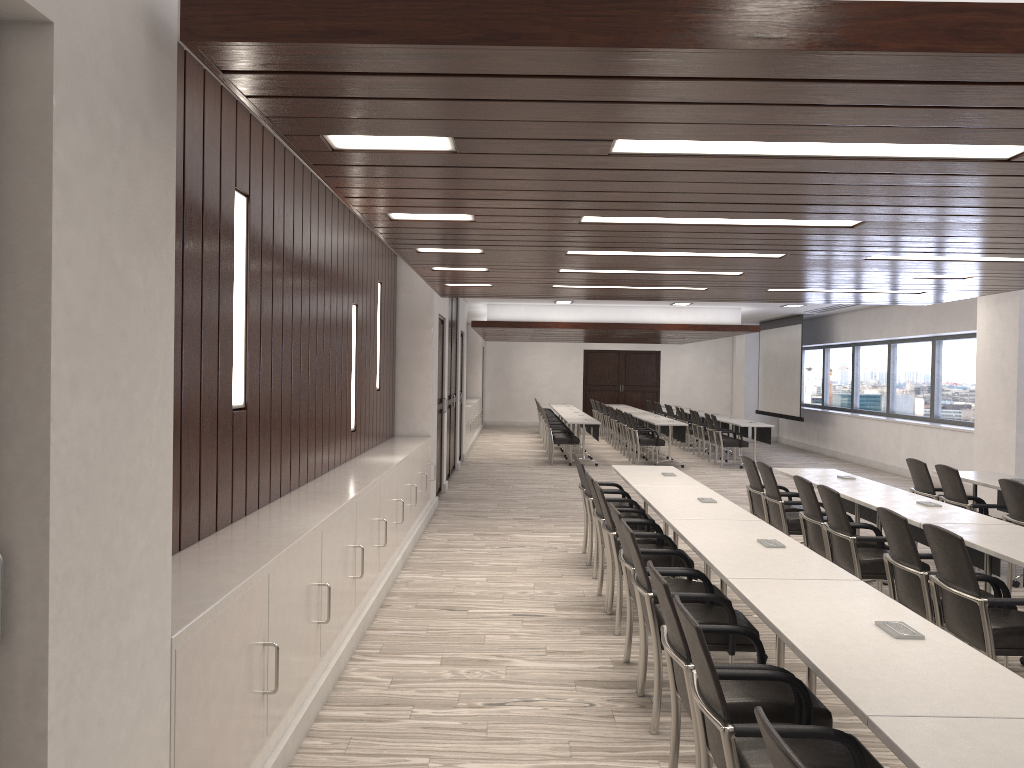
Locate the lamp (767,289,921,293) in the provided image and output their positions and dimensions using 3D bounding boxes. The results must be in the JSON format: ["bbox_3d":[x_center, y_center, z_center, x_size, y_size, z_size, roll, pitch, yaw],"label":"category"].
[{"bbox_3d":[3.190,-0.915,8.482,1.496,0.045,0.236,1,1,0],"label":"lamp"}]

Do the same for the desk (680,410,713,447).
[{"bbox_3d":[4.292,1.026,20.734,0.577,0.795,1.509,1,1,0],"label":"desk"}]

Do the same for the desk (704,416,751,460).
[{"bbox_3d":[4.278,1.070,17.698,0.577,0.795,1.509,1,1,0],"label":"desk"}]

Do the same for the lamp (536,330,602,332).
[{"bbox_3d":[1.169,-1.080,17.626,1.496,0.045,0.236,1,1,0],"label":"lamp"}]

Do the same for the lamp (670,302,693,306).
[{"bbox_3d":[3.080,-1.504,16.101,0.324,0.120,0.519,1,1,0],"label":"lamp"}]

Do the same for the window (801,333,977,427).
[{"bbox_3d":[7.027,-0.101,16.410,0.118,1.419,10.452,1,1,0],"label":"window"}]

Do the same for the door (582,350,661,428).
[{"bbox_3d":[3.304,0.140,26.796,2.329,2.323,0.200,1,1,0],"label":"door"}]

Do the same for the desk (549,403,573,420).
[{"bbox_3d":[1.289,0.932,23.795,0.577,0.795,1.509,1,1,0],"label":"desk"}]

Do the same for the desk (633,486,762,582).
[{"bbox_3d":[1.211,1.187,6.088,0.577,0.795,1.509,1,1,0],"label":"desk"}]

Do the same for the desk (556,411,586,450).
[{"bbox_3d":[1.269,0.998,19.224,0.577,0.795,1.509,1,1,0],"label":"desk"}]

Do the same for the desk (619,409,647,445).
[{"bbox_3d":[2.795,1.001,20.740,0.577,0.795,1.509,1,1,0],"label":"desk"}]

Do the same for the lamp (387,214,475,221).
[{"bbox_3d":[-0.433,-0.920,4.757,0.464,0.045,0.236,1,1,0],"label":"lamp"}]

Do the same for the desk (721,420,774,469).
[{"bbox_3d":[4.272,1.092,16.176,0.577,0.795,1.509,1,1,0],"label":"desk"}]

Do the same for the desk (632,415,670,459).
[{"bbox_3d":[2.781,1.045,17.705,0.577,0.795,1.509,1,1,0],"label":"desk"}]

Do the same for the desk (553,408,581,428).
[{"bbox_3d":[1.276,0.976,20.747,0.577,0.795,1.509,1,1,0],"label":"desk"}]

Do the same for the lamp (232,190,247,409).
[{"bbox_3d":[-1.389,-0.410,4.358,0.094,1.058,0.236,1,1,0],"label":"lamp"}]

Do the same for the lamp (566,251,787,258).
[{"bbox_3d":[1.119,-0.914,6.070,1.496,0.045,0.236,1,1,0],"label":"lamp"}]

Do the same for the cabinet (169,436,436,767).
[{"bbox_3d":[-1.110,0.996,6.235,0.476,0.698,7.540,1,1,0],"label":"cabinet"}]

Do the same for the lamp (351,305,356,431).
[{"bbox_3d":[-1.381,-0.136,7.442,0.094,1.058,0.236,1,1,0],"label":"lamp"}]

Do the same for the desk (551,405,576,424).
[{"bbox_3d":[1.283,0.954,22.272,0.577,0.795,1.509,1,1,0],"label":"desk"}]

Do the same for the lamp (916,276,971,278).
[{"bbox_3d":[3.486,-0.891,7.160,0.421,0.046,0.236,1,1,0],"label":"lamp"}]

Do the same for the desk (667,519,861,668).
[{"bbox_3d":[1.205,1.209,4.562,0.577,0.795,1.509,1,1,0],"label":"desk"}]

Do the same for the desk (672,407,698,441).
[{"bbox_3d":[4.298,1.004,22.260,0.577,0.795,1.509,1,1,0],"label":"desk"}]

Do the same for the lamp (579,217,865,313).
[{"bbox_3d":[3.752,-1.195,10.962,1.469,0.552,14.295,1,1,23],"label":"lamp"}]

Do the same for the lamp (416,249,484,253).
[{"bbox_3d":[-0.427,-0.939,6.077,0.464,0.045,0.236,1,1,0],"label":"lamp"}]

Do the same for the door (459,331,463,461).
[{"bbox_3d":[-0.955,0.232,15.575,0.200,2.323,1.163,1,1,0],"label":"door"}]

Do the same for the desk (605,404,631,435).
[{"bbox_3d":[2.808,0.957,23.788,0.577,0.795,1.509,1,1,0],"label":"desk"}]

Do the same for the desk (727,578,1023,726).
[{"bbox_3d":[1.198,1.231,3.040,0.577,0.795,1.509,1,1,0],"label":"desk"}]

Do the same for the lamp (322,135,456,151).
[{"bbox_3d":[-0.440,-0.898,3.217,0.464,0.045,0.236,1,1,0],"label":"lamp"}]

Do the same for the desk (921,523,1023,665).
[{"bbox_3d":[2.724,1.234,4.556,0.577,0.795,1.509,1,1,0],"label":"desk"}]

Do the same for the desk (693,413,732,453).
[{"bbox_3d":[4.285,1.048,19.212,0.577,0.795,1.509,1,1,0],"label":"desk"}]

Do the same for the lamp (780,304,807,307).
[{"bbox_3d":[5.111,-1.470,16.092,0.324,0.120,0.519,1,1,0],"label":"lamp"}]

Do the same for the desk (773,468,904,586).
[{"bbox_3d":[2.737,1.190,7.604,0.577,0.795,1.509,1,1,0],"label":"desk"}]

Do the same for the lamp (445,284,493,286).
[{"bbox_3d":[-0.416,-0.974,8.496,0.464,0.045,0.236,1,1,0],"label":"lamp"}]

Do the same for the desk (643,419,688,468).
[{"bbox_3d":[2.775,1.067,16.182,0.577,0.795,1.509,1,1,0],"label":"desk"}]

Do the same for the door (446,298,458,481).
[{"bbox_3d":[-0.960,-0.020,13.438,0.200,2.889,2.327,1,1,0],"label":"door"}]

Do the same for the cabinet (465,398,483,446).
[{"bbox_3d":[-1.046,0.788,20.667,0.476,0.698,7.540,1,1,0],"label":"cabinet"}]

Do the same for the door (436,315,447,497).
[{"bbox_3d":[-0.974,0.294,11.305,0.200,2.323,1.163,1,1,0],"label":"door"}]

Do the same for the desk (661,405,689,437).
[{"bbox_3d":[4.305,0.982,23.782,0.577,0.795,1.509,1,1,0],"label":"desk"}]

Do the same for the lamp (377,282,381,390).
[{"bbox_3d":[-1.370,-0.473,8.757,0.094,1.058,0.236,1,1,0],"label":"lamp"}]

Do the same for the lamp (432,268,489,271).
[{"bbox_3d":[-0.422,-0.955,7.177,0.464,0.045,0.236,1,1,0],"label":"lamp"}]

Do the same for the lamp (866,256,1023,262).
[{"bbox_3d":[3.179,-0.880,6.062,1.496,0.045,0.236,1,1,0],"label":"lamp"}]

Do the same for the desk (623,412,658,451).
[{"bbox_3d":[2.788,1.023,19.218,0.577,0.795,1.509,1,1,0],"label":"desk"}]

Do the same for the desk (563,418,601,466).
[{"bbox_3d":[1.256,1.042,16.188,0.577,0.795,1.509,1,1,0],"label":"desk"}]

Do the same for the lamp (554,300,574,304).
[{"bbox_3d":[0.942,-1.539,16.110,0.324,0.120,0.519,1,1,0],"label":"lamp"}]

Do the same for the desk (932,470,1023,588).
[{"bbox_3d":[4.234,1.215,7.598,0.577,0.795,1.509,1,1,0],"label":"desk"}]

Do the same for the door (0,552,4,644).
[{"bbox_3d":[-1.120,0.437,1.228,0.200,2.323,1.163,1,1,0],"label":"door"}]

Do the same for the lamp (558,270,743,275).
[{"bbox_3d":[1.123,-0.930,7.170,1.496,0.045,0.236,1,1,0],"label":"lamp"}]

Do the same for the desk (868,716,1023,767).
[{"bbox_3d":[1.191,1.253,1.526,0.577,0.795,1.509,1,1,0],"label":"desk"}]

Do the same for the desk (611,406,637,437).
[{"bbox_3d":[2.802,0.979,22.266,0.577,0.795,1.509,1,1,0],"label":"desk"}]

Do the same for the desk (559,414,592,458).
[{"bbox_3d":[1.263,1.020,17.711,0.577,0.795,1.509,1,1,0],"label":"desk"}]

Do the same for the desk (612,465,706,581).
[{"bbox_3d":[1.218,1.165,7.610,0.577,0.795,1.509,1,1,0],"label":"desk"}]

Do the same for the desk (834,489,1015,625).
[{"bbox_3d":[2.730,1.212,6.081,0.577,0.795,1.509,1,1,0],"label":"desk"}]

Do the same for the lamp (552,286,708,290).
[{"bbox_3d":[1.129,-0.949,8.490,1.496,0.045,0.236,1,1,0],"label":"lamp"}]
